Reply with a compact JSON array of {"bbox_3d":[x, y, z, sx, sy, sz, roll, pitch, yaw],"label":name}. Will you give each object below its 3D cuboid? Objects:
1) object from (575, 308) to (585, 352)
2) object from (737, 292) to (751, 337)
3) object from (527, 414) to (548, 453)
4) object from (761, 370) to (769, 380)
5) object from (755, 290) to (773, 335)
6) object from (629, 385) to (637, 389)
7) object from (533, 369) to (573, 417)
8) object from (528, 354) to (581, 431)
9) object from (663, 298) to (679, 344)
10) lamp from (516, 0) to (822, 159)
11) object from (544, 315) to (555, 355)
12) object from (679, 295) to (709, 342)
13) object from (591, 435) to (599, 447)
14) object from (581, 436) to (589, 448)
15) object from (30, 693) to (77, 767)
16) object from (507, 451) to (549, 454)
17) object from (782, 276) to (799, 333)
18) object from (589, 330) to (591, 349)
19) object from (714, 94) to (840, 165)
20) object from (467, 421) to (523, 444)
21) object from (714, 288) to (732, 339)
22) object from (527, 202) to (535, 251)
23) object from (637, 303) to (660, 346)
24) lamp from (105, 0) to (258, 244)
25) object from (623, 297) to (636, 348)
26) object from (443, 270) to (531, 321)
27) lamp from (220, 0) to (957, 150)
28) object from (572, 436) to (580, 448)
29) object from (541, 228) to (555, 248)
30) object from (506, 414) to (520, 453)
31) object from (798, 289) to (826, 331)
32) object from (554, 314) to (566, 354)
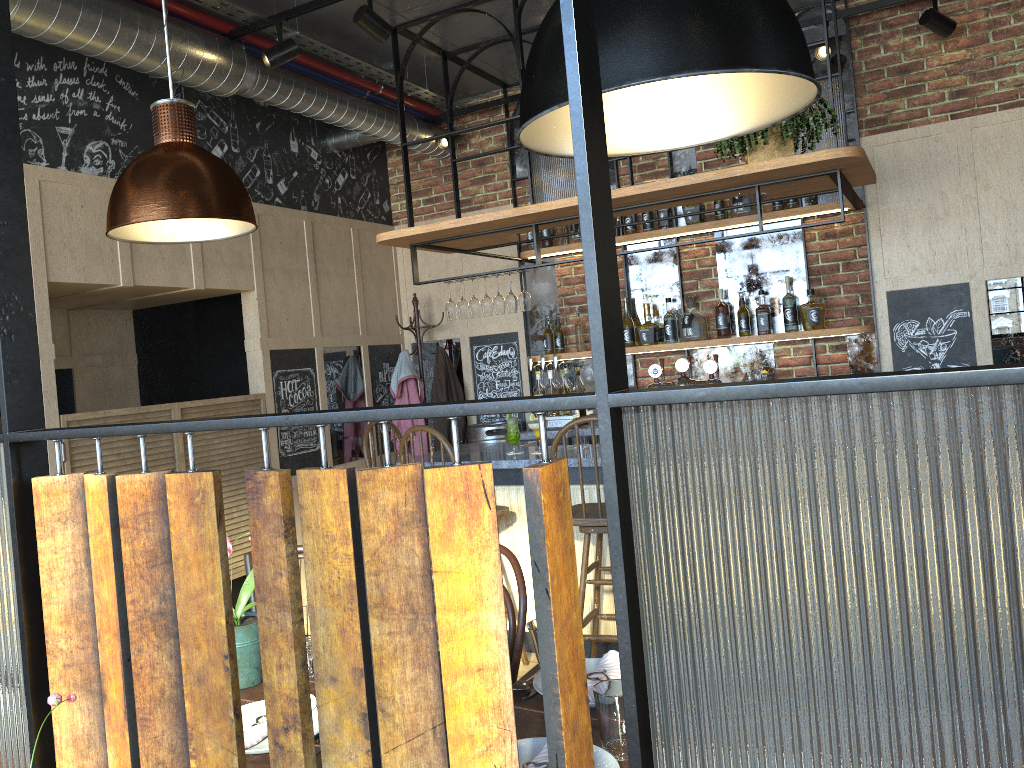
[{"bbox_3d":[0.439,-0.353,5.754,0.054,0.288,0.057,-5,0,-24],"label":"object"},{"bbox_3d":[1.374,-0.412,5.240,0.067,0.263,0.065,-5,0,9],"label":"object"},{"bbox_3d":[0.135,0.246,4.451,0.101,0.197,0.110,-5,0,-34],"label":"object"},{"bbox_3d":[1.312,0.074,5.259,0.510,0.288,0.085,-5,0,30],"label":"object"},{"bbox_3d":[1.477,-0.419,5.181,0.080,0.263,0.075,-5,0,29],"label":"object"},{"bbox_3d":[0.695,0.141,5.585,0.214,0.246,0.221,-5,1,-12],"label":"object"},{"bbox_3d":[0.265,0.057,5.827,0.269,0.303,0.082,-5,0,29],"label":"object"},{"bbox_3d":[0.258,0.052,5.814,0.323,0.492,0.197,-5,0,28],"label":"object"},{"bbox_3d":[0.982,-0.393,5.474,0.079,0.284,0.073,-5,0,29],"label":"object"},{"bbox_3d":[0.212,-1.132,1.595,0.553,1.326,0.505,-5,0,40],"label":"lamp"},{"bbox_3d":[0.244,-0.326,5.872,0.063,0.263,0.069,-5,0,-40],"label":"object"},{"bbox_3d":[1.101,-0.401,5.385,0.176,0.283,0.117,-5,0,42],"label":"object"},{"bbox_3d":[0.426,0.291,4.487,0.043,0.059,0.041,-5,0,17],"label":"object"},{"bbox_3d":[0.374,0.295,4.497,0.043,0.059,0.041,-5,0,17],"label":"object"},{"bbox_3d":[-0.444,0.540,0.840,0.134,0.426,0.216,-5,0,-29],"label":"object"},{"bbox_3d":[0.297,0.284,4.323,0.797,0.106,0.193,-4,1,29],"label":"object"},{"bbox_3d":[1.614,-0.464,5.124,0.072,0.329,0.078,-5,0,-39],"label":"object"},{"bbox_3d":[0.570,-0.361,5.679,0.176,0.283,0.117,-5,0,42],"label":"object"},{"bbox_3d":[1.124,-1.109,3.673,0.504,0.369,0.600,-5,1,5],"label":"object"},{"bbox_3d":[-0.075,0.783,5.973,0.385,1.035,0.412,-5,0,-27],"label":"object"},{"bbox_3d":[1.267,-0.424,5.312,0.082,0.303,0.090,-5,0,-43],"label":"object"},{"bbox_3d":[0.133,-1.060,5.931,0.072,0.329,0.078,-5,0,-39],"label":"object"},{"bbox_3d":[0.853,-0.373,5.520,0.121,0.265,0.112,-5,0,29],"label":"object"},{"bbox_3d":[-0.882,-1.044,2.209,0.369,1.335,0.367,-5,0,0],"label":"lamp"},{"bbox_3d":[0.735,-0.392,5.604,0.082,0.318,0.079,-5,0,9],"label":"object"},{"bbox_3d":[-0.134,-0.460,4.619,0.517,0.208,0.063,-5,0,29],"label":"object"},{"bbox_3d":[-0.316,-1.640,2.638,7.512,0.274,6.022,-4,2,28],"label":"lamp"},{"bbox_3d":[0.329,0.299,4.523,0.043,0.059,0.041,-5,0,17],"label":"object"},{"bbox_3d":[0.231,-1.054,5.895,0.089,0.303,0.082,-5,0,38],"label":"object"},{"bbox_3d":[0.007,0.249,4.542,0.070,0.211,0.067,-5,0,11],"label":"object"},{"bbox_3d":[1.716,-0.424,5.035,0.147,0.235,0.087,-5,0,15],"label":"object"},{"bbox_3d":[0.313,-0.332,5.833,0.067,0.263,0.064,-5,0,15],"label":"object"}]
